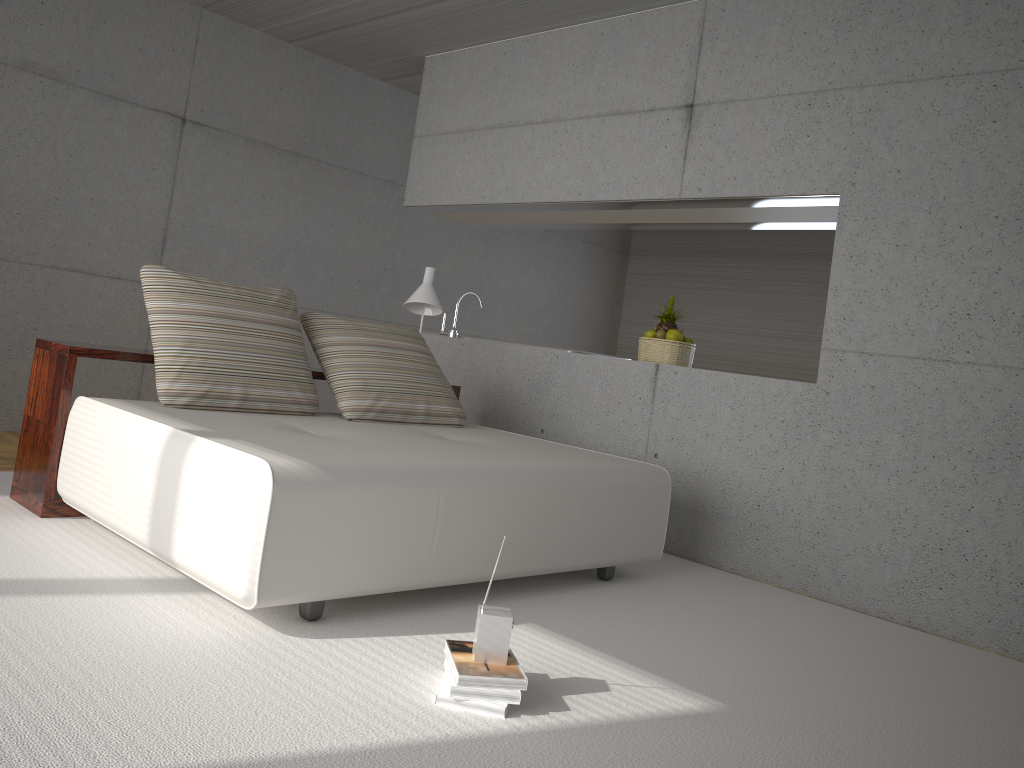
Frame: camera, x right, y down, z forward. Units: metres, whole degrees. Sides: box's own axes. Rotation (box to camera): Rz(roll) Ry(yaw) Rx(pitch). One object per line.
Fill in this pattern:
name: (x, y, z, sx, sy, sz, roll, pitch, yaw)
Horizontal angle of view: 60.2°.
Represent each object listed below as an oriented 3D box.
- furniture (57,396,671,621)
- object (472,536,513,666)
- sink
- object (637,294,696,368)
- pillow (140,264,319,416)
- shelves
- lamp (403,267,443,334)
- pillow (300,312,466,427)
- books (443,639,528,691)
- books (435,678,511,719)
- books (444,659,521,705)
furniture: (-0.580, 0.476, 3.903, 1.620, 0.523, 2.155, 9, 2, 44)
object: (-0.033, 0.579, 2.406, 0.090, 0.368, 0.185, 8, -2, -6)
sink: (0.010, -0.353, 6.389, 1.711, 0.541, 0.761, 9, 1, 44)
object: (0.966, -0.334, 5.466, 0.335, 0.443, 0.366, 7, -1, 29)
pillow: (-1.288, -0.189, 4.109, 0.492, 0.612, 0.796, 7, -1, 43)
shelves: (-1.268, 0.259, 4.610, 0.402, 0.718, 2.236, 6, 0, 44)
lamp: (-0.530, -0.372, 5.357, 0.245, 0.702, 0.321, 7, -2, 25)
pillow: (-0.672, -0.068, 4.683, 0.580, 0.519, 0.802, 8, 0, 45)
books: (-0.077, 0.772, 2.440, 0.188, 0.032, 0.265, 8, 2, -12)
books: (-0.090, 0.836, 2.430, 0.189, 0.032, 0.264, 8, 2, 8)
books: (-0.086, 0.804, 2.432, 0.189, 0.032, 0.265, 8, 2, -7)
